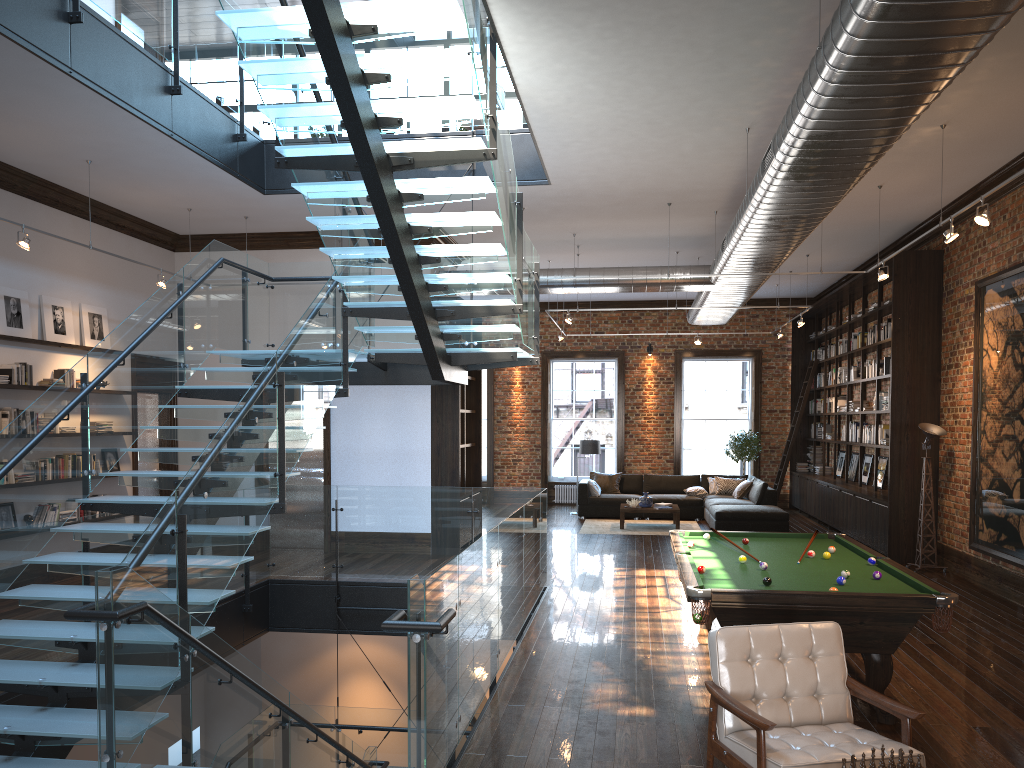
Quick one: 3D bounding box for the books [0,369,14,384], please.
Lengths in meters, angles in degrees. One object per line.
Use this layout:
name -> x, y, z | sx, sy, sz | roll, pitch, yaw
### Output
books -> -5.155, -0.076, 9.029 | 0.167, 0.161, 0.037 | 0, 2, 8

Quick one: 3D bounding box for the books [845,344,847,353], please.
books -> 5.922, -0.613, 15.512 | 0.166, 0.195, 0.030 | 0, 2, 8

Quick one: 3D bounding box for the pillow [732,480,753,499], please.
pillow -> 4.246, 1.948, 16.331 | 0.314, 0.356, 0.628 | 0, -1, 7

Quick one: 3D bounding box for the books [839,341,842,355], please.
books -> 5.964, -0.633, 15.881 | 0.192, 0.267, 0.016 | 0, 2, 8

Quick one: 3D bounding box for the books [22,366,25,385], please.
books -> -5.135, -0.089, 9.234 | 0.131, 0.203, 0.014 | 0, 2, 8

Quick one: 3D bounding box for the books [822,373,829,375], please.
books -> 6.181, -0.070, 17.403 | 0.190, 0.282, 0.006 | 0, 2, 8

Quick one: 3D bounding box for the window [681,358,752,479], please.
window -> 4.419, 0.809, 19.230 | 1.520, 2.760, 0.154 | 0, 2, 8

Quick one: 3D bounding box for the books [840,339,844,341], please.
books -> 5.999, -0.652, 16.007 | 0.166, 0.316, 0.016 | 0, 2, 8

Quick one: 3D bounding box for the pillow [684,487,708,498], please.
pillow -> 3.494, 2.058, 16.881 | 0.409, 0.204, 0.610 | 0, -2, 6

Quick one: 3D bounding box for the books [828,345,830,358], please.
books -> 6.105, -0.599, 16.838 | 0.187, 0.281, 0.028 | 0, 2, 8

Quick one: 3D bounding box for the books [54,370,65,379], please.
books -> -5.047, -0.059, 9.896 | 0.135, 0.200, 0.011 | 0, 2, 8

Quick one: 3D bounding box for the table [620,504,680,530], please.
table -> 2.394, 2.309, 15.456 | 1.000, 0.346, 1.000 | 0, -2, 8

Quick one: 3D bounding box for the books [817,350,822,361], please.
books -> 6.178, -0.554, 17.579 | 0.235, 0.253, 0.028 | 0, 2, 8

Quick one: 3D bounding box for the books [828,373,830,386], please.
books -> 6.102, -0.091, 16.823 | 0.174, 0.280, 0.128 | 0, 2, 8

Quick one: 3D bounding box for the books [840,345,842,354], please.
books -> 5.947, -0.602, 15.821 | 0.187, 0.201, 0.030 | 0, 2, 8

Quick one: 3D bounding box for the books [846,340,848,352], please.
books -> 5.910, -0.642, 15.427 | 0.168, 0.249, 0.072 | 0, 2, 8

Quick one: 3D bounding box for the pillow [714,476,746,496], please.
pillow -> 4.142, 1.934, 16.815 | 0.611, 0.362, 0.287 | 0, 1, 12

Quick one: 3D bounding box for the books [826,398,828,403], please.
books -> 6.118, 0.417, 17.041 | 0.185, 0.287, 0.035 | 0, 2, 8

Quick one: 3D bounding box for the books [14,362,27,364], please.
books -> -5.136, -0.105, 9.278 | 0.139, 0.240, 0.011 | 0, 2, 8

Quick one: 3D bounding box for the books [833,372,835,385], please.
books -> 6.036, -0.093, 16.388 | 0.181, 0.243, 0.035 | 0, 2, 8

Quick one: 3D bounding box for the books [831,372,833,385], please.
books -> 6.056, -0.092, 16.564 | 0.174, 0.257, 0.027 | 0, 2, 8

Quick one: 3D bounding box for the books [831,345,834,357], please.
books -> 6.079, -0.596, 16.622 | 0.178, 0.255, 0.036 | 0, 2, 8

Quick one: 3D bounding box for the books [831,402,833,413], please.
books -> 6.064, 0.436, 16.576 | 0.186, 0.208, 0.017 | 0, 2, 8

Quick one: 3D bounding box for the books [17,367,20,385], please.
books -> -5.137, -0.082, 9.108 | 0.166, 0.180, 0.028 | 0, 2, 8

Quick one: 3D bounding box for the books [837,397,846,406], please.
books -> 6.004, 0.380, 16.195 | 0.189, 0.288, 0.013 | 0, 2, 8

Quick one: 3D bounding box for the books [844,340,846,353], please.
books -> 5.923, -0.639, 15.567 | 0.185, 0.254, 0.029 | 0, 2, 8

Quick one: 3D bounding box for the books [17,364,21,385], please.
books -> -5.149, -0.096, 9.156 | 0.154, 0.212, 0.023 | 0, 2, 8

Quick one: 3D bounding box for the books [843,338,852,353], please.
books -> 5.932, -0.655, 15.619 | 0.176, 0.289, 0.030 | 0, 2, 8

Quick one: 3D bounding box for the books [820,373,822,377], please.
books -> 6.196, -0.069, 17.551 | 0.184, 0.294, 0.006 | 0, 2, 8

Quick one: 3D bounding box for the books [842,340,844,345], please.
books -> 5.960, -0.647, 15.783 | 0.159, 0.286, 0.014 | 0, 2, 8

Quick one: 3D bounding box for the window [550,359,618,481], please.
window -> 1.585, 0.821, 19.623 | 1.520, 2.760, 0.154 | 0, 2, 8

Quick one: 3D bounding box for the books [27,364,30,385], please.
books -> -5.122, -0.095, 9.261 | 0.167, 0.219, 0.021 | 0, 2, 8

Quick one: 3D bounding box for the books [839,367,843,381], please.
books -> 5.971, -0.148, 15.919 | 0.183, 0.314, 0.013 | 0, 2, 8

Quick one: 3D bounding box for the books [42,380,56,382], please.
books -> -5.070, -0.028, 9.778 | 0.118, 0.013, 0.205 | 0, -2, 13

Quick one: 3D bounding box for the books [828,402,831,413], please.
books -> 6.046, 0.441, 16.636 | 0.236, 0.203, 0.046 | 0, 2, 8

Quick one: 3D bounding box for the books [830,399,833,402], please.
books -> 6.077, 0.412, 16.674 | 0.177, 0.265, 0.041 | 0, 2, 8

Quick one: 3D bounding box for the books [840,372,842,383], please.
books -> 5.964, -0.104, 15.844 | 0.182, 0.218, 0.034 | 0, 2, 8

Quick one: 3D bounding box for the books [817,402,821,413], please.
books -> 6.181, 0.471, 17.604 | 0.231, 0.225, 0.024 | 0, 2, 8

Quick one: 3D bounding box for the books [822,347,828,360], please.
books -> 6.165, -0.577, 17.366 | 0.190, 0.280, 0.017 | 0, 2, 8

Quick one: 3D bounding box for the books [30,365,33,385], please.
books -> -5.121, -0.090, 9.328 | 0.163, 0.215, 0.023 | 0, 2, 8

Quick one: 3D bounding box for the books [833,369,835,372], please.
books -> 6.038, -0.128, 16.411 | 0.171, 0.316, 0.013 | 0, 2, 8

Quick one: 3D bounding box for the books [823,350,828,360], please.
books -> 6.161, -0.547, 17.287 | 0.173, 0.214, 0.024 | 0, 2, 8

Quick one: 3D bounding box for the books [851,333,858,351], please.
books -> 5.842, -0.701, 14.987 | 0.186, 0.329, 0.069 | 0, 2, 8

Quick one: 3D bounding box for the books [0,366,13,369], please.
books -> -5.167, -0.087, 9.054 | 0.126, 0.185, 0.042 | 0, 2, 8

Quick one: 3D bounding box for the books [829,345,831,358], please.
books -> 6.091, -0.601, 16.744 | 0.183, 0.275, 0.013 | 0, 2, 8

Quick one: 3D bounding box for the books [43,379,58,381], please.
books -> -5.070, -0.044, 9.793 | 0.116, 0.021, 0.192 | 0, -2, 3

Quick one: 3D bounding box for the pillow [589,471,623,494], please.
pillow -> 1.810, 1.933, 17.357 | 0.700, 0.441, 0.304 | 0, 1, 8

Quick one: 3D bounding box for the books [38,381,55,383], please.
books -> -5.072, -0.017, 9.765 | 0.134, 0.011, 0.254 | 0, -2, 8

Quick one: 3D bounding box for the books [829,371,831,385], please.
books -> 6.092, -0.096, 16.763 | 0.174, 0.283, 0.112 | 0, 2, 8

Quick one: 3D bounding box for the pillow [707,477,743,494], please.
pillow -> 4.094, 1.968, 17.004 | 0.703, 0.339, 0.269 | 0, 1, 9

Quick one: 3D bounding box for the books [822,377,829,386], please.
books -> 6.159, -0.036, 17.314 | 0.185, 0.211, 0.069 | 0, 2, 8

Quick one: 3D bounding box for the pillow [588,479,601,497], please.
pillow -> 1.585, 1.993, 17.000 | 0.244, 0.306, 0.573 | 0, -1, 9

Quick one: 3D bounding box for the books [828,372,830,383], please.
books -> 6.118, -0.089, 16.874 | 0.174, 0.280, 0.128 | 0, 2, 8

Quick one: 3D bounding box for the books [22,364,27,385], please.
books -> -5.132, -0.099, 9.246 | 0.162, 0.226, 0.011 | 0, 2, 8

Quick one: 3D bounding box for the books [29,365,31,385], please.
books -> -5.119, -0.089, 9.294 | 0.147, 0.210, 0.024 | 0, 2, 8

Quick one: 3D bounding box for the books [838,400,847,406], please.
books -> 6.014, 0.406, 16.142 | 0.147, 0.233, 0.036 | 0, 2, 8

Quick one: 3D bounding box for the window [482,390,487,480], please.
window -> -1.247, 0.833, 20.015 | 1.520, 2.760, 0.154 | 0, 2, 8

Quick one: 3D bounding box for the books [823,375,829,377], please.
books -> 6.169, -0.055, 17.332 | 0.166, 0.250, 0.079 | 0, 2, 8

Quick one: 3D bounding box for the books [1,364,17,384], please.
books -> -5.149, -0.097, 9.084 | 0.156, 0.209, 0.022 | 0, 2, 8
